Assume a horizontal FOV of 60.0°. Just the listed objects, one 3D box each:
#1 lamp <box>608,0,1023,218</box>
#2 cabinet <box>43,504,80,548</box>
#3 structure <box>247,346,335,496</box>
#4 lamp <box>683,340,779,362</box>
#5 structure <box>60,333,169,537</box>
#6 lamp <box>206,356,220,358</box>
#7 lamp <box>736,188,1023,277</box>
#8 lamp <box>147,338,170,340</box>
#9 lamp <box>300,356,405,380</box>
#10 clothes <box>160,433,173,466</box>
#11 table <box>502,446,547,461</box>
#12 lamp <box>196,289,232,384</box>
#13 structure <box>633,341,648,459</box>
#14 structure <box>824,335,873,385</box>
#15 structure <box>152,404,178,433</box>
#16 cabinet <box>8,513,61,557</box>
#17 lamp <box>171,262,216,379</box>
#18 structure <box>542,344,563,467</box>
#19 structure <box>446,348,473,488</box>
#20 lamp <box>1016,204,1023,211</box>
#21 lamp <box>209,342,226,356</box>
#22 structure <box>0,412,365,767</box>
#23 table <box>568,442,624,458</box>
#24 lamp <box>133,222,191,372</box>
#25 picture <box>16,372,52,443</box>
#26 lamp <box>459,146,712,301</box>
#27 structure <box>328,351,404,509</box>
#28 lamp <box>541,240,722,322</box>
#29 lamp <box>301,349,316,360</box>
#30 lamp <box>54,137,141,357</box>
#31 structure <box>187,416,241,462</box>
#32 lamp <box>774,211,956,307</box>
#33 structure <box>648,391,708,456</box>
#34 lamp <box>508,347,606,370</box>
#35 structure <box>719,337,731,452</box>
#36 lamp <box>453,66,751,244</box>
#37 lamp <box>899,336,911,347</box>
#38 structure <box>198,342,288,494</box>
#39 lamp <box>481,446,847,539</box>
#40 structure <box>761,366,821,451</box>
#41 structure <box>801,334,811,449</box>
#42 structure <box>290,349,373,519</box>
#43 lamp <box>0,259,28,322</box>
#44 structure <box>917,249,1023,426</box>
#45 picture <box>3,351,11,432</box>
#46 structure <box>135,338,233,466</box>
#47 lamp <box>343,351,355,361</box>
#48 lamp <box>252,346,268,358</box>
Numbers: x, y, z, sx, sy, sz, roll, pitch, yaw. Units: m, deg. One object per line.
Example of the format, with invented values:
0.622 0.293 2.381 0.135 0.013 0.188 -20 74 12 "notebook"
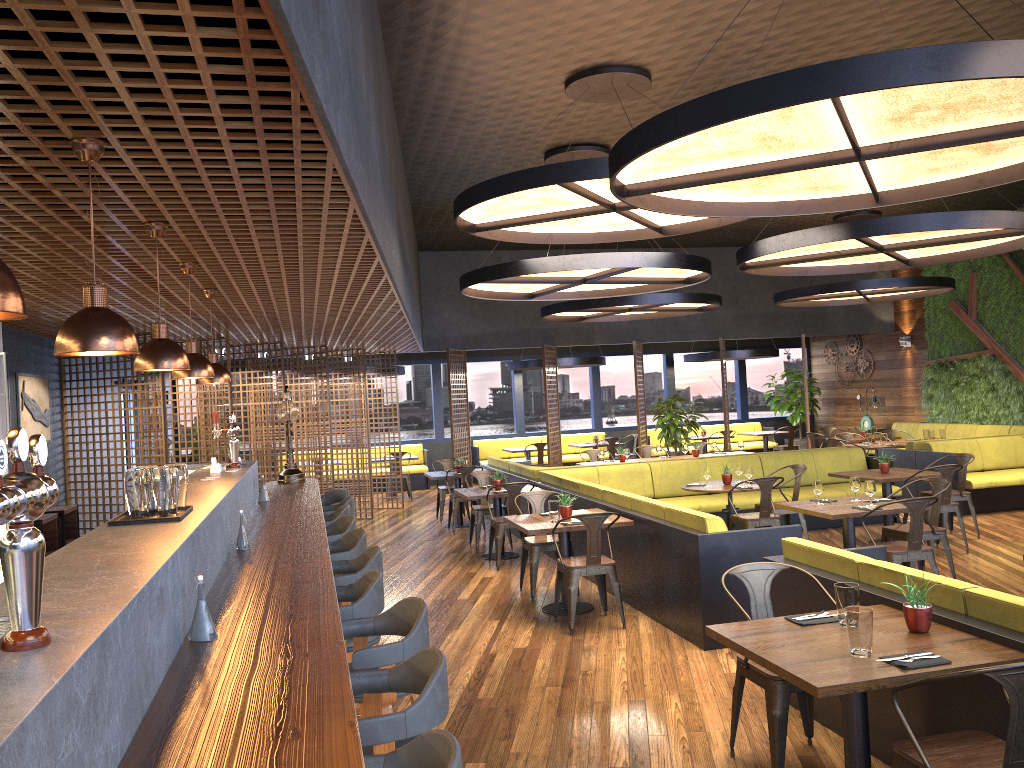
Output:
1.901 -1.950 4.960 2.778 1.475 2.778 -4 -1 41 "lamp"
-4.290 1.666 8.246 0.473 1.007 0.553 -3 -1 -13 "cabinet"
-3.255 0.826 13.083 1.319 2.700 0.050 -3 -1 17 "structure"
4.598 -1.608 18.874 1.979 2.172 1.979 -3 -1 -28 "lamp"
-4.302 0.837 9.628 1.319 2.700 0.050 -3 -1 17 "structure"
-4.776 -0.359 14.171 0.228 0.172 0.228 -3 -1 -13 "lamp"
3.595 -1.990 8.700 2.778 1.475 2.778 -4 -1 36 "lamp"
-4.073 -0.448 10.251 0.228 0.172 0.228 -3 -1 -13 "lamp"
-3.108 -1.220 17.070 1.979 2.172 1.979 -3 -1 -7 "lamp"
-6.193 1.624 16.094 0.401 1.494 0.423 -3 -1 -17 "clothes"
0.354 1.664 17.653 0.887 0.763 0.906 -3 -1 -13 "table"
-2.157 -0.340 6.375 0.250 0.673 0.250 -3 -1 19 "lamp"
2.396 0.570 16.391 0.050 2.700 0.852 -3 -1 17 "structure"
7.428 -0.558 19.674 0.058 1.178 1.791 -3 -1 -13 "structure"
-6.279 0.607 16.119 0.293 0.563 1.220 -3 -1 -13 "structure"
-4.133 1.648 7.569 0.473 1.007 0.553 -3 -1 -13 "cabinet"
-1.884 -0.370 5.198 0.250 0.673 0.250 -3 -1 19 "lamp"
0.743 0.652 16.004 0.050 2.700 0.852 -3 -1 17 "structure"
-0.911 0.735 15.617 0.050 2.700 0.852 -3 -1 17 "structure"
6.866 -2.325 9.940 2.778 1.159 2.778 -3 -1 -23 "lamp"
-3.770 -0.449 11.399 0.228 0.172 0.228 -3 -1 -13 "lamp"
-2.259 0.657 4.218 2.700 2.700 9.298 -3 -1 -13 "structure"
1.716 1.596 17.975 0.906 0.763 0.887 -3 -1 -13 "table"
-1.622 -0.398 4.074 0.250 0.673 0.250 -3 -1 19 "lamp"
-4.711 0.251 8.768 0.028 0.697 1.039 -3 -1 -13 "picture"
0.771 -1.825 9.911 2.778 1.475 2.778 -3 -1 -9 "lamp"
-2.556 0.819 15.387 1.319 2.700 0.050 -3 -1 17 "structure"
1.803 -1.828 13.789 2.778 1.475 2.778 -3 -1 -13 "lamp"
-3.131 -0.453 13.678 0.228 0.172 0.228 -3 -1 -13 "lamp"
-1.328 -0.430 2.810 0.250 0.673 0.250 -3 -1 19 "lamp"
-5.916 1.496 17.466 1.166 1.763 0.993 -2 -1 -43 "structure"
5.731 -2.102 14.628 2.778 1.362 2.778 -4 -1 41 "lamp"
2.914 1.005 15.832 1.166 1.763 0.993 -2 -1 -43 "structure"
0.856 -1.418 17.998 1.979 2.172 1.979 -4 -1 32 "lamp"
4.049 0.487 16.778 0.050 2.700 0.852 -3 -1 17 "structure"
0.860 -2.036 7.676 2.778 1.159 2.778 -4 -1 37 "lamp"
7.817 -0.843 17.699 0.189 0.215 0.215 -3 -1 -13 "lamp"
-3.604 0.830 11.931 1.319 2.700 0.050 -3 -1 17 "structure"
-0.205 0.646 12.236 9.057 2.714 3.017 -3 -1 -13 "lamp"
6.526 0.660 20.298 1.493 2.184 1.272 -3 -1 -13 "structure"
5.703 0.404 17.164 0.050 2.700 0.852 -3 -1 17 "structure"
-2.906 0.823 14.235 1.319 2.700 0.050 -3 -1 17 "structure"
-1.058 -0.460 1.649 0.250 0.673 0.250 -3 -1 -26 "lamp"
8.970 -0.775 12.827 0.918 4.593 9.182 -3 -1 -14 "structure"
-4.424 0.096 7.507 0.028 0.809 1.039 -3 -1 -13 "picture"
-3.953 0.833 10.780 1.319 2.700 0.050 -3 -1 17 "structure"
-2.745 -0.458 14.853 0.228 0.172 0.228 -3 -1 -13 "lamp"
-3.544 -0.446 12.527 0.228 0.172 0.228 -3 -1 -13 "lamp"
